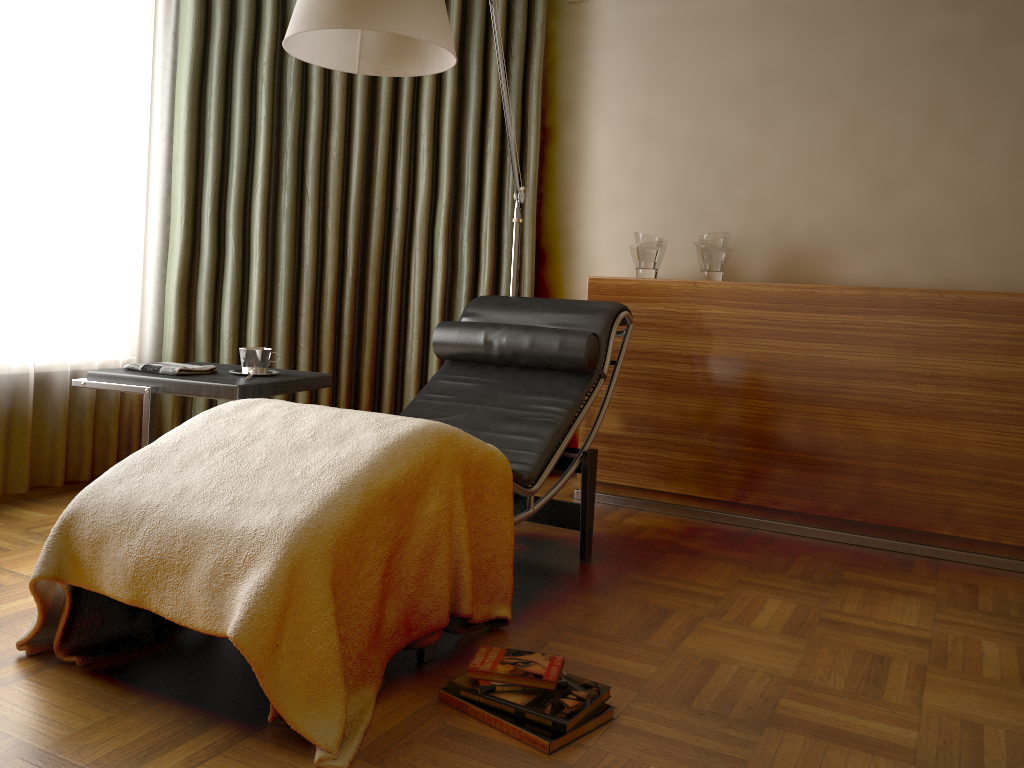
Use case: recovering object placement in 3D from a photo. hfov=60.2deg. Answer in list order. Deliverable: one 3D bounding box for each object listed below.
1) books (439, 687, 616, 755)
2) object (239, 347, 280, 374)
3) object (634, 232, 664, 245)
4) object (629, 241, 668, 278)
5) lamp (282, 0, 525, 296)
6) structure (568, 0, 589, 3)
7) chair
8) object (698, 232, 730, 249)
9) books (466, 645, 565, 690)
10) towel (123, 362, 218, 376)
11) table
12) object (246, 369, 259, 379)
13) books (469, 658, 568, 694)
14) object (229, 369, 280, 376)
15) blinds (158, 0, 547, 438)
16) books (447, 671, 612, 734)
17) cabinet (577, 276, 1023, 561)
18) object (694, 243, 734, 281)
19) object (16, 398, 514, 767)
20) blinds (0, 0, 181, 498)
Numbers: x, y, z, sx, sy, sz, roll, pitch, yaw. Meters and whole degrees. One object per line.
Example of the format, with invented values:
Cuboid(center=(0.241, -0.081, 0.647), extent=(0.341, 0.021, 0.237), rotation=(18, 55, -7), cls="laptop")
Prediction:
Cuboid(center=(0.028, 0.620, 1.711), extent=(0.281, 0.022, 0.200), rotation=(8, 7, 41), cls="books")
Cuboid(center=(-0.780, -0.070, 2.698), extent=(0.098, 0.078, 0.111), rotation=(5, 4, 29), cls="object")
Cuboid(center=(0.553, -0.542, 3.591), extent=(0.122, 0.149, 0.123), rotation=(3, 3, 9), cls="object")
Cuboid(center=(0.551, -0.504, 3.591), extent=(0.155, 0.154, 0.156), rotation=(2, 3, -16), cls="object")
Cuboid(center=(-0.147, -0.422, 2.732), extent=(0.453, 1.963, 1.415), rotation=(4, 2, 31), cls="lamp")
Cuboid(center=(1.196, -1.715, 3.483), extent=(2.184, 0.130, 0.274), rotation=(6, 5, 27), cls="structure")
Cuboid(center=(-0.234, 0.143, 2.450), extent=(0.637, 0.795, 1.790), rotation=(4, 5, 27), cls="chair")
Cuboid(center=(0.791, -0.517, 3.467), extent=(0.123, 0.149, 0.123), rotation=(3, 3, 7), cls="object")
Cuboid(center=(0.009, 0.558, 1.744), extent=(0.173, 0.018, 0.124), rotation=(4, 6, 12), cls="books")
Cuboid(center=(-1.017, -0.047, 2.652), extent=(0.241, 0.035, 0.179), rotation=(6, 6, 31), cls="towel")
Cuboid(center=(-0.905, -0.014, 2.704), extent=(0.518, 0.045, 0.500), rotation=(5, 6, 18), cls="table")
Cuboid(center=(-0.766, -0.029, 2.592), extent=(0.029, 0.019, 0.124), rotation=(3, 6, -4), cls="object")
Cuboid(center=(0.010, 0.575, 1.752), extent=(0.172, 0.018, 0.124), rotation=(2, 6, -13), cls="books")
Cuboid(center=(-0.785, -0.033, 2.692), extent=(0.150, 0.009, 0.150), rotation=(7, 7, 32), cls="object")
Cuboid(center=(-0.621, -0.847, 3.713), extent=(1.530, 2.449, 0.225), rotation=(2, 1, -18), cls="blinds")
Cuboid(center=(0.035, 0.598, 1.727), extent=(0.265, 0.020, 0.189), rotation=(7, 7, 31), cls="books")
Cuboid(center=(1.117, 0.062, 3.337), extent=(1.678, 0.861, 0.415), rotation=(5, 2, 27), cls="cabinet")
Cuboid(center=(0.788, -0.479, 3.468), extent=(0.156, 0.154, 0.156), rotation=(4, 3, 18), cls="object")
Cuboid(center=(-0.499, 0.324, 1.989), extent=(0.920, 0.519, 0.910), rotation=(5, 5, 27), cls="object")
Cuboid(center=(-1.859, -0.738, 2.567), extent=(0.093, 2.286, 2.197), rotation=(3, 3, 27), cls="blinds")
